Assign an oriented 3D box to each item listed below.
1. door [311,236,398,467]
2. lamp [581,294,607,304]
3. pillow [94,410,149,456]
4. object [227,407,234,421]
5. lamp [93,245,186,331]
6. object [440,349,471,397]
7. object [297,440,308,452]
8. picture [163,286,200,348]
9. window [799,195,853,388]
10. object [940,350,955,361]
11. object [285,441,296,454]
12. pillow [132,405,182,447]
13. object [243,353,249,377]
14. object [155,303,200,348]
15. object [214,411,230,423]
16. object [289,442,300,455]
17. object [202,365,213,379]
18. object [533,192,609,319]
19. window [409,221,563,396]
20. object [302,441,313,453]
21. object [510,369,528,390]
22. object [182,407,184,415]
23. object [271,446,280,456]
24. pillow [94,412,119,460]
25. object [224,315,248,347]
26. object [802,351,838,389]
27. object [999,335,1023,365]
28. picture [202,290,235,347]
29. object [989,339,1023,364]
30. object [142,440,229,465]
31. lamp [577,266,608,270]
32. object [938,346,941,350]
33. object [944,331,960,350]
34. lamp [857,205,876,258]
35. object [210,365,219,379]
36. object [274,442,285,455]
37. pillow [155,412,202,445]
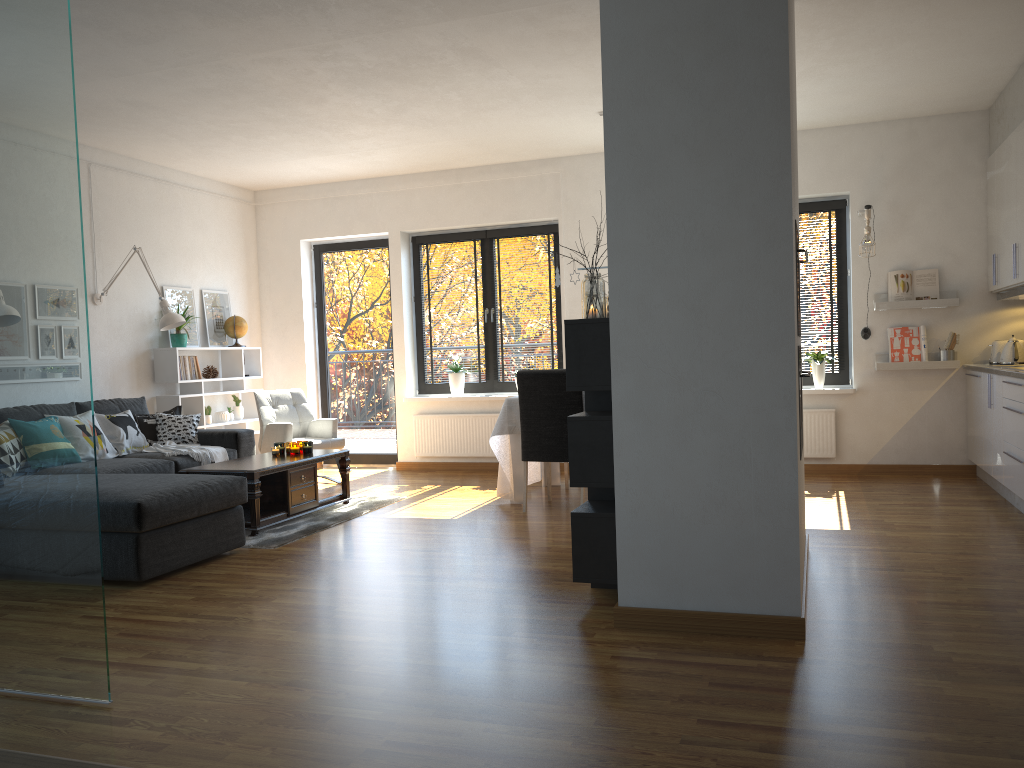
[{"bbox_3d":[-1.517,-0.306,8.817,0.976,2.276,0.119,-1,3,19],"label":"door"},{"bbox_3d":[0.359,-0.343,3.925,0.098,0.131,0.106,-1,3,32],"label":"lamp"},{"bbox_3d":[-2.822,0.357,6.453,0.265,0.318,0.382,-1,2,19],"label":"pillow"},{"bbox_3d":[-2.602,0.273,8.177,0.072,0.137,0.072,-2,3,-1],"label":"object"},{"bbox_3d":[-2.882,-0.740,6.885,0.698,0.670,0.200,-2,3,10],"label":"lamp"},{"bbox_3d":[-0.517,-0.103,8.260,0.286,0.444,0.340,-2,2,7],"label":"object"},{"bbox_3d":[-1.511,0.449,6.402,0.079,0.081,0.079,-2,2,14],"label":"object"},{"bbox_3d":[-2.893,-0.580,7.765,0.059,0.533,0.389,-1,3,19],"label":"picture"},{"bbox_3d":[2.064,-0.741,7.563,1.561,1.589,0.119,-1,3,19],"label":"window"},{"bbox_3d":[3.361,-0.199,6.849,0.103,0.124,0.103,-1,2,16],"label":"object"},{"bbox_3d":[-1.579,0.454,6.329,0.079,0.081,0.079,-2,2,14],"label":"object"},{"bbox_3d":[-2.733,0.355,6.789,0.449,0.358,0.234,-4,3,-45],"label":"pillow"},{"bbox_3d":[-2.553,-0.184,8.452,0.066,0.230,0.075,-2,3,-1],"label":"object"},{"bbox_3d":[-2.846,-0.494,7.574,0.387,0.372,0.424,-2,2,6],"label":"object"},{"bbox_3d":[-2.631,0.298,8.042,0.134,0.098,0.132,-3,2,-11],"label":"object"},{"bbox_3d":[-1.531,0.455,6.255,0.079,0.081,0.079,-2,2,14],"label":"object"},{"bbox_3d":[-2.721,-0.107,7.915,0.102,0.127,0.094,-3,3,-26],"label":"object"},{"bbox_3d":[0.295,-0.533,3.799,0.426,0.522,0.298,-1,3,16],"label":"object"},{"bbox_3d":[4.292,0.988,19.339,21.818,18.383,12.970,-4,3,-41],"label":"window"},{"bbox_3d":[-1.455,0.450,6.314,0.079,0.081,0.079,-2,2,14],"label":"object"},{"bbox_3d":[0.120,-0.018,8.103,0.267,0.237,0.283,-2,2,1],"label":"object"},{"bbox_3d":[-2.850,0.273,7.545,0.108,0.197,0.108,-1,3,30],"label":"object"},{"bbox_3d":[-1.657,0.471,6.221,0.060,0.061,0.059,-1,2,24],"label":"object"},{"bbox_3d":[-2.940,0.376,6.131,0.285,0.368,0.436,-1,2,19],"label":"pillow"},{"bbox_3d":[-2.586,-0.494,8.313,0.216,0.305,0.216,0,3,36],"label":"object"},{"bbox_3d":[2.501,-0.117,7.267,0.292,0.316,0.353,-2,2,10],"label":"object"},{"bbox_3d":[3.649,-0.241,6.469,0.204,0.236,0.178,-4,3,-34],"label":"object"},{"bbox_3d":[-2.728,-0.601,8.247,0.059,0.533,0.389,-1,3,19],"label":"picture"},{"bbox_3d":[3.723,-0.236,6.660,0.253,0.192,0.175,-1,2,19],"label":"object"},{"bbox_3d":[-2.427,0.532,6.410,0.606,0.212,0.488,-2,2,15],"label":"object"},{"bbox_3d":[0.828,-1.314,6.410,0.760,1.285,0.131,-1,3,19],"label":"lamp"},{"bbox_3d":[3.333,-0.224,6.866,0.089,0.159,0.007,-3,3,-21],"label":"object"},{"bbox_3d":[3.373,-0.272,6.807,0.119,0.267,0.059,-2,3,10],"label":"object"},{"bbox_3d":[2.769,-1.182,6.927,0.131,0.395,0.311,-1,3,24],"label":"lamp"},{"bbox_3d":[-2.692,-0.109,7.990,0.096,0.125,0.101,0,3,34],"label":"object"},{"bbox_3d":[-1.650,0.458,6.297,0.079,0.081,0.079,-2,2,14],"label":"object"},{"bbox_3d":[-2.544,0.365,6.784,0.358,0.313,0.169,-3,3,-30],"label":"pillow"}]
